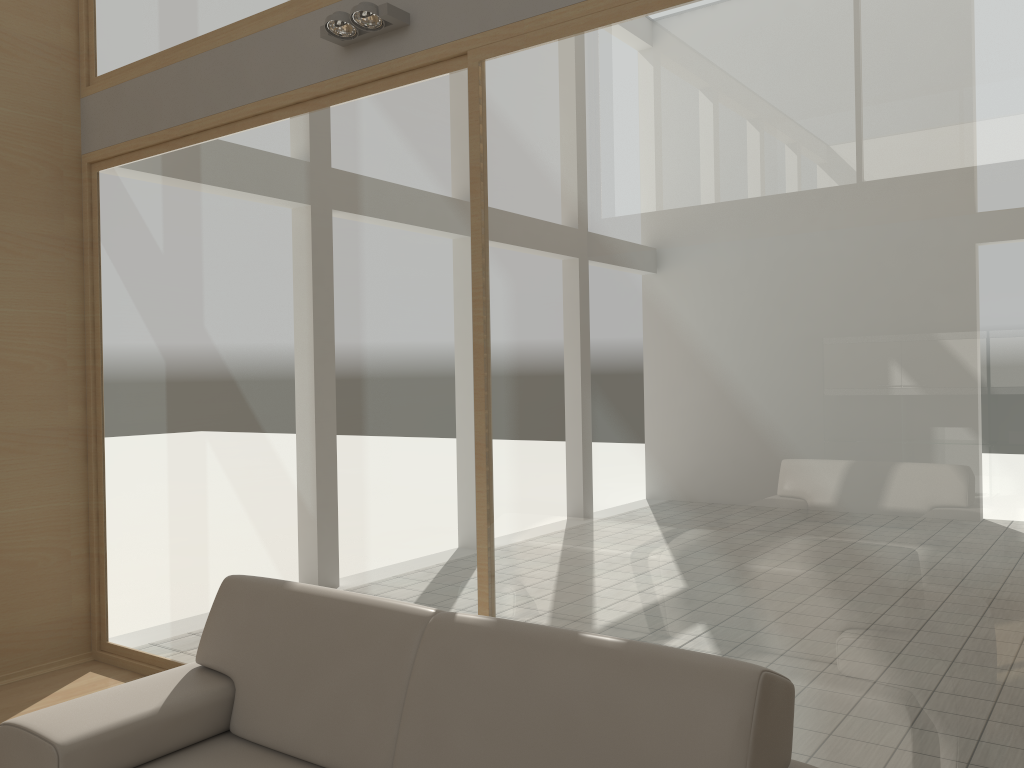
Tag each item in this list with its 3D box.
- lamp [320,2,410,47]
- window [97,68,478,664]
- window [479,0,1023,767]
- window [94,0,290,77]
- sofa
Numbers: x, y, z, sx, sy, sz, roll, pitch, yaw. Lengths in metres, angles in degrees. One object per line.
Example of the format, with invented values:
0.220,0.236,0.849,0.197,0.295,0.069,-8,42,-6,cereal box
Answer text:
-0.588,-1.390,3.408,0.360,0.080,0.182,-1,0,35,lamp
-1.146,0.105,3.987,2.525,2.500,0.020,-1,0,35,window
0.938,0.071,2.474,2.525,2.500,0.020,-1,0,35,window
-1.199,-2.744,3.979,2.525,2.200,0.020,-1,0,35,window
-0.332,1.021,2.150,2.093,0.846,1.168,-1,0,35,sofa
